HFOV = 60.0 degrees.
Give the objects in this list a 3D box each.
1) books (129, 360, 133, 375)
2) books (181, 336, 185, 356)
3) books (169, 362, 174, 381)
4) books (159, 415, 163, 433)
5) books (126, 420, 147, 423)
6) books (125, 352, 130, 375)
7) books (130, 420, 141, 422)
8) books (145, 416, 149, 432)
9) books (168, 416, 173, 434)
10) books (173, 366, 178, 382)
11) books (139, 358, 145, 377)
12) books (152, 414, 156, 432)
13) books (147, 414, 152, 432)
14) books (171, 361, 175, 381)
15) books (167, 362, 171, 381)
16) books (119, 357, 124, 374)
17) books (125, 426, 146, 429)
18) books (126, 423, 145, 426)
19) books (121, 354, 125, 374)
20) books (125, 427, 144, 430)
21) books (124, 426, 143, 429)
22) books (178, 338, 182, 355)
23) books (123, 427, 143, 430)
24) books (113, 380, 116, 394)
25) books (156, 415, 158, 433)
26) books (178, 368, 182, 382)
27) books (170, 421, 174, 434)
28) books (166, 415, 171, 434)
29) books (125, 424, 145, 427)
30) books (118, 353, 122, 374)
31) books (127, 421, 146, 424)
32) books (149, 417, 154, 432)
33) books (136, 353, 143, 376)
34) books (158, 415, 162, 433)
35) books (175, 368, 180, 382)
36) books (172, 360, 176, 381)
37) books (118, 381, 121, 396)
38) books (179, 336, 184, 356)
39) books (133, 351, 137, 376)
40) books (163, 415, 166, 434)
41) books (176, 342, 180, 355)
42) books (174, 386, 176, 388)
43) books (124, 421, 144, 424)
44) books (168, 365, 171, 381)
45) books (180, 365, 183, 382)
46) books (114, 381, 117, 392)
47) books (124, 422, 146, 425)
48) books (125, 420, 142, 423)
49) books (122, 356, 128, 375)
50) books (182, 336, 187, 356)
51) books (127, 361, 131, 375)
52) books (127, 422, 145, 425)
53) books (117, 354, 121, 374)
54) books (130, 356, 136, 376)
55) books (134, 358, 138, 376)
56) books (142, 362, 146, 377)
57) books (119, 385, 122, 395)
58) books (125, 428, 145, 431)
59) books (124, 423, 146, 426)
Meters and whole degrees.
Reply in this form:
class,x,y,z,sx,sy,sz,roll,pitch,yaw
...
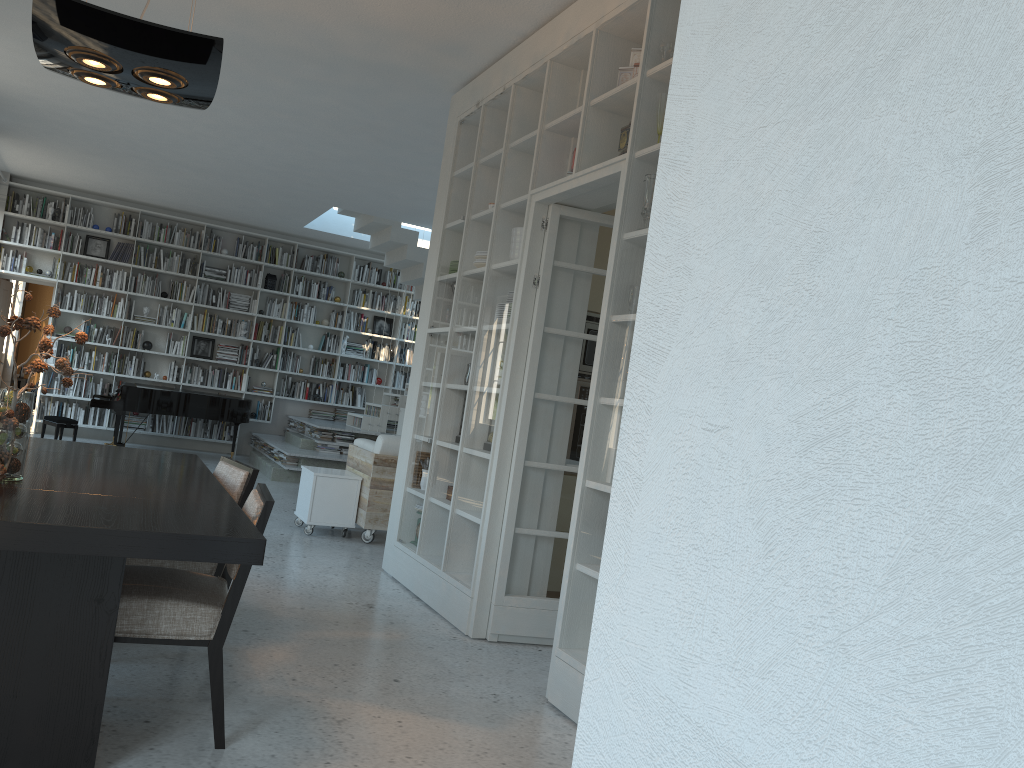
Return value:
class,x,y,z,sx,sy,sz,roll,pitch,yaw
books,-5.169,-0.223,12.018,0.021,0.215,0.171,9,-1,-24
books,-4.554,-0.528,12.272,0.011,0.279,0.187,9,-1,-24
books,-4.698,-0.175,12.232,0.027,0.269,0.158,9,-1,-24
books,-4.828,0.533,12.196,0.012,0.274,0.180,9,-1,-24
books,-5.136,0.503,12.078,0.285,0.005,0.159,9,-2,-26
books,-5.200,-0.278,12.001,0.014,0.313,0.166,9,-1,-24
books,-5.136,0.498,12.080,0.254,0.006,0.161,9,-2,-25
books,-4.988,0.518,12.131,0.012,0.254,0.161,9,-1,-24
books,-4.722,0.557,12.239,0.024,0.260,0.189,9,-1,-24
books,-4.655,-0.144,12.254,0.029,0.221,0.153,9,-1,-24
books,-5.036,-0.225,12.074,0.027,0.261,0.163,9,-1,-24
books,-4.922,0.537,12.177,0.028,0.238,0.136,9,-1,-24
books,-4.974,0.515,12.154,0.031,0.265,0.144,9,-1,-24
books,-4.686,-0.177,12.253,0.010,0.277,0.155,9,-1,-24
books,-4.734,-0.173,12.227,0.012,0.254,0.161,9,-1,-24
books,-5.274,-0.252,11.971,0.030,0.239,0.157,9,-1,-24
books,-5.145,0.583,12.072,0.285,0.007,0.159,9,-2,-28
books,-5.140,0.542,12.080,0.254,0.007,0.161,9,-2,-23
books,-5.249,-0.265,11.972,0.012,0.272,0.181,9,-1,-24
books,-5.150,0.597,12.080,0.254,0.007,0.161,9,-2,-24
books,-5.148,0.590,12.078,0.254,0.007,0.161,9,-2,-23
books,-4.593,-0.517,12.258,0.012,0.244,0.171,9,-1,-24
books,-5.148,0.604,12.072,0.254,0.007,0.161,9,-2,-20
books,-5.373,0.087,11.958,0.012,0.285,0.159,9,-1,-24
books,-4.877,0.536,12.185,0.063,0.253,0.177,9,-1,-24
books,-4.608,-0.126,12.284,0.024,0.201,0.158,9,-1,-24
books,-4.713,0.600,12.264,0.024,0.179,0.171,9,-1,-24
books,-4.756,0.553,12.258,0.025,0.259,0.132,9,-1,-24
books,-5.139,0.556,12.074,0.254,0.007,0.160,9,-2,-28
books,-5.291,-0.277,11.965,0.013,0.283,0.146,9,-1,-24
books,-5.137,0.515,12.083,0.285,0.007,0.159,9,-2,-24
books,-4.946,0.551,12.154,0.029,0.202,0.178,9,-1,-24
books,-5.067,-0.264,12.060,0.050,0.328,0.166,9,-1,-24
books,-4.844,0.552,12.198,0.011,0.232,0.174,9,-1,-24
books,-4.639,-0.127,12.284,0.031,0.194,0.142,9,-1,-24
books,-4.673,-0.182,12.254,0.014,0.291,0.131,9,-1,-24
books,-5.308,0.096,11.984,0.013,0.288,0.160,9,-1,-24
books,-4.576,-0.526,12.272,0.027,0.269,0.178,9,-1,-24
books,-5.130,-0.279,12.058,0.013,0.339,0.138,9,-1,-24
books,-4.794,0.538,12.226,0.074,0.275,0.181,9,-1,-24
books,-4.618,-0.492,12.260,0.024,0.188,0.172,9,-1,-24
books,-4.684,0.179,12.254,0.013,0.320,0.173,9,-1,-24
books,-5.137,0.522,12.081,0.285,0.007,0.159,9,-2,-23
books,-4.727,-0.157,12.240,0.015,0.225,0.148,9,-1,-24
books,-4.596,-0.144,12.317,0.019,0.242,0.107,9,-1,-24
books,-5.359,0.099,11.966,0.023,0.266,0.134,9,-1,-24
books,-5.135,0.536,12.072,0.285,0.007,0.159,9,-2,-29
books,-5.139,0.509,12.081,0.254,0.006,0.161,9,-2,-24
books,-5.230,-0.250,11.990,0.042,0.248,0.162,9,-1,-24
books,-4.541,-0.527,12.281,0.021,0.281,0.162,9,-1,-24
books,-5.193,-0.217,12.013,0.024,0.196,0.156,9,-1,-24
books,-5.138,0.529,12.080,0.254,0.007,0.161,9,-2,-23
books,-5.308,-0.276,11.968,0.013,0.275,0.147,9,-1,-24
books,-5.142,-0.246,12.026,0.027,0.269,0.185,9,-1,-24
books,-5.115,-0.227,12.058,0.029,0.241,0.135,9,-1,-24
books,-5.024,-0.198,12.097,0.023,0.212,0.160,9,-1,-24
books,-5.298,0.127,11.981,0.010,0.228,0.168,9,-1,-24
books,-5.153,0.610,12.081,0.285,0.007,0.159,9,-2,-24
books,-5.138,0.549,12.074,0.285,0.007,0.159,9,-2,-28
